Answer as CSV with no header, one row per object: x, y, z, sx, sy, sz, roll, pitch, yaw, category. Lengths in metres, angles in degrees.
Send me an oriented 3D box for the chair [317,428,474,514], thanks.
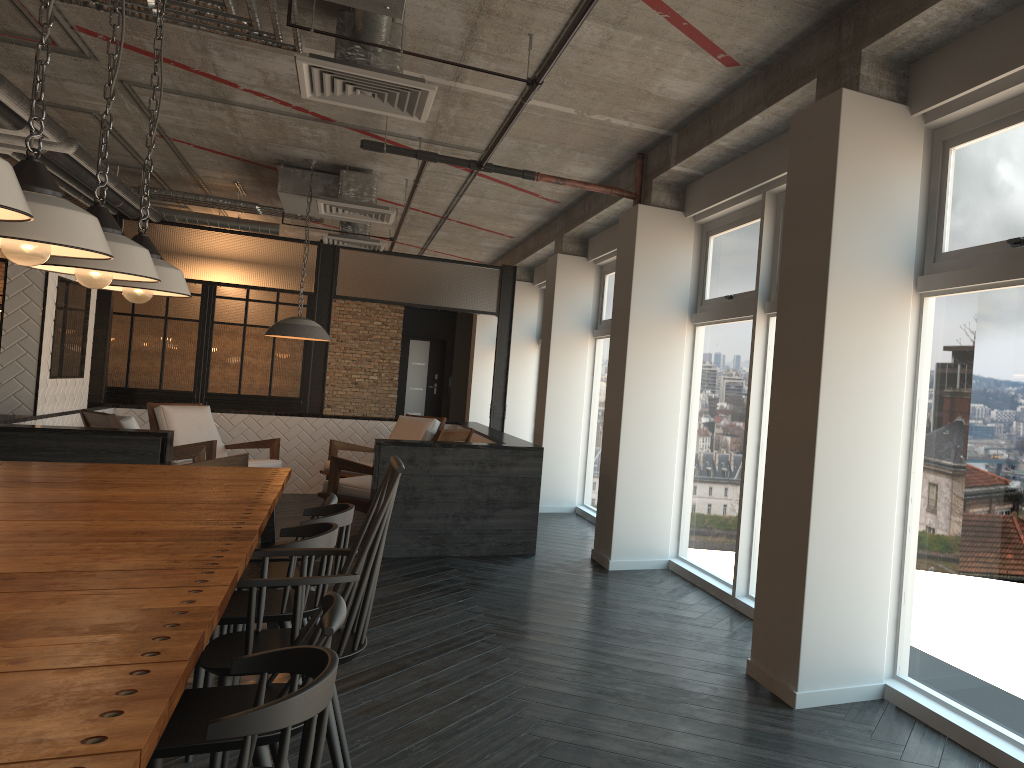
-0.902,0.779,6.726,0.886,0.907,0.765,4,0,15,chair

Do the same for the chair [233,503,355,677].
-0.917,0.861,3.385,0.499,0.737,0.333,4,-1,-20,chair

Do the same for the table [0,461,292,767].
-1.401,0.798,2.282,1.325,0.792,3.368,4,0,-13,table

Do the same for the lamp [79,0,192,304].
-1.441,-1.189,3.356,0.375,1.737,0.357,4,-1,0,lamp

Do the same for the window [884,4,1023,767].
2.044,0.003,2.769,0.272,2.874,2.238,5,-1,-12,window

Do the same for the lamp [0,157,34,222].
-1.081,-1.164,1.585,0.420,1.737,0.312,5,-1,-30,lamp

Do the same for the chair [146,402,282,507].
-2.687,0.650,7.446,0.863,0.907,0.784,4,0,20,chair

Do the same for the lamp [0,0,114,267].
-1.201,-1.173,2.175,0.389,1.737,0.343,4,-1,-8,lamp

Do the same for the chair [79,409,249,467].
-2.505,0.662,6.041,0.613,0.907,1.085,4,-1,42,chair

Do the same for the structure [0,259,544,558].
-2.099,0.086,7.106,4.448,2.115,3.297,4,0,-20,structure

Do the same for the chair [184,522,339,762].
-0.885,0.863,2.909,0.499,0.737,0.333,4,-1,-20,chair

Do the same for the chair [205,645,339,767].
-0.594,0.884,1.511,0.499,0.737,0.333,4,-1,-20,chair

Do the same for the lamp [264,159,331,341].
-1.788,-1.166,7.199,0.551,1.545,0.468,4,-1,-11,lamp

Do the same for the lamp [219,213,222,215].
-3.860,-1.659,11.499,0.331,0.857,3.067,4,0,-12,lamp

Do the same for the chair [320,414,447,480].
-1.224,0.756,8.188,0.629,0.907,1.064,4,0,33,chair

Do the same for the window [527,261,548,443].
0.533,-0.103,10.195,0.272,2.874,2.238,5,-1,-12,window

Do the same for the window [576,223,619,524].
1.038,-0.067,7.716,0.272,2.874,2.238,5,-1,-12,window

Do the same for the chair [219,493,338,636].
-1.072,0.856,3.748,0.520,0.726,0.333,4,-1,-20,chair

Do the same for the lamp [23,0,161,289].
-1.321,-1.181,2.766,0.375,1.737,0.357,4,-1,0,lamp

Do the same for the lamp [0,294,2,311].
-3.736,-0.583,6.019,0.167,0.171,0.261,4,0,39,lamp

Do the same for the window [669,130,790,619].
1.541,-0.032,5.243,0.272,2.874,2.238,5,-1,-12,window

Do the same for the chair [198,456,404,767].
-0.635,0.733,2.493,0.549,1.033,0.408,5,-1,-20,chair

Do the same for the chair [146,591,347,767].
-0.679,0.883,1.976,0.520,0.726,0.333,4,-1,-20,chair
